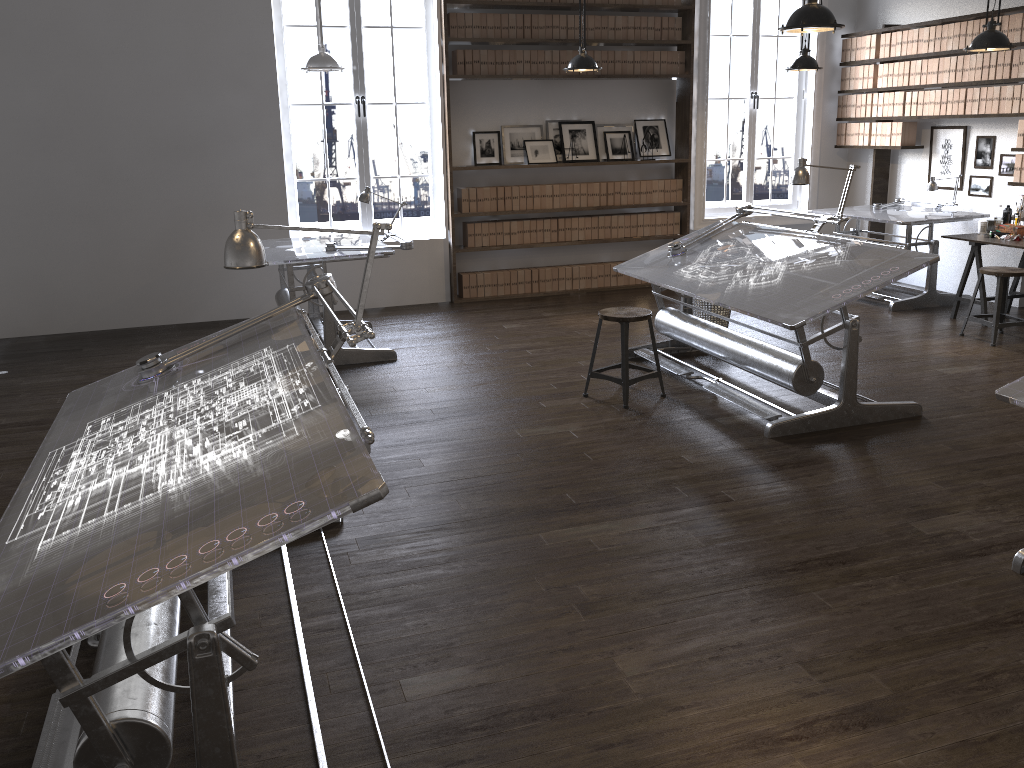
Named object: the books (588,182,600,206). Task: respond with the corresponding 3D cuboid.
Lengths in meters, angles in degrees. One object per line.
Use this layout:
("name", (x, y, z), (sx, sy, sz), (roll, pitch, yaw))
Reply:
("books", (0.794, -1.864, 8.696), (0.067, 0.223, 0.176), (-6, 15, -17))

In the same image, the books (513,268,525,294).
("books", (0.063, -1.005, 8.639), (0.067, 0.223, 0.176), (-6, 15, -17))

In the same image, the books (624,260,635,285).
("books", (1.185, -1.132, 8.996), (0.067, 0.223, 0.176), (-6, 15, -17))

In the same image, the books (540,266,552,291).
("books", (0.333, -1.036, 8.727), (0.067, 0.223, 0.176), (-6, 15, -17))

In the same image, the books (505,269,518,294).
("books", (-0.006, -0.998, 8.621), (0.067, 0.223, 0.176), (-6, 15, -17))

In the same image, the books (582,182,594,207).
("books", (0.736, -1.856, 8.673), (0.067, 0.223, 0.176), (-6, 15, -17))

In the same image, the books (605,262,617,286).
("books", (0.993, -1.111, 8.935), (0.067, 0.223, 0.176), (-6, 15, -17))

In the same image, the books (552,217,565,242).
("books", (0.452, -1.513, 8.655), (0.067, 0.223, 0.176), (-6, 15, -17))

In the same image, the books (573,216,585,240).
("books", (0.653, -1.537, 8.722), (0.067, 0.223, 0.176), (-6, 15, -17))

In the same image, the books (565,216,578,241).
("books", (0.585, -1.528, 8.696), (0.067, 0.223, 0.176), (-6, 15, -17))

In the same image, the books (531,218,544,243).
("books", (0.245, -1.491, 8.594), (0.067, 0.223, 0.176), (-6, 15, -17))

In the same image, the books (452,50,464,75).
("books", (-0.488, -2.902, 8.015), (0.067, 0.223, 0.176), (-6, 15, -17))

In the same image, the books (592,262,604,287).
("books", (0.858, -1.097, 8.898), (0.067, 0.223, 0.176), (-6, 15, -17))

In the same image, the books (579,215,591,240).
("books", (0.718, -1.545, 8.746), (0.067, 0.223, 0.176), (-6, 15, -17))

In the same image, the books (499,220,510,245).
("books", (-0.076, -1.453, 8.486), (0.067, 0.223, 0.176), (-6, 15, -17))

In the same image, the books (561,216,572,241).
("books", (0.521, -1.523, 8.683), (0.067, 0.223, 0.176), (-6, 15, -17))

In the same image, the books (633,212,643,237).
("books", (1.253, -1.605, 8.911), (0.067, 0.223, 0.176), (-6, 15, -17))

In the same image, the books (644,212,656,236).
("books", (1.380, -1.620, 8.956), (0.067, 0.223, 0.176), (-6, 15, -17))

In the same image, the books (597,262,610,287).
("books", (0.925, -1.104, 8.918), (0.067, 0.223, 0.176), (-6, 15, -17))

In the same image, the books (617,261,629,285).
("books", (1.120, -1.126, 8.980), (0.067, 0.223, 0.176), (-6, 15, -17))

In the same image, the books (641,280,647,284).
("books", (1.314, -1.148, 9.043), (0.067, 0.223, 0.176), (-6, 15, -17))

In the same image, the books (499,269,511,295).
("books", (-0.073, -0.991, 8.600), (0.067, 0.223, 0.176), (-6, 15, -17))

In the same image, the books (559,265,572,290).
("books", (0.531, -1.059, 8.790), (0.067, 0.223, 0.176), (-6, 15, -17))

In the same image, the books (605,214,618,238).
("books", (0.986, -1.574, 8.824), (0.067, 0.223, 0.176), (-6, 15, -17))

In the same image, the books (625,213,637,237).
("books", (1.185, -1.598, 8.894), (0.067, 0.223, 0.176), (-6, 15, -17))

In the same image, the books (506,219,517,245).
("books", (-0.008, -1.462, 8.510), (0.067, 0.223, 0.176), (-6, 15, -17))

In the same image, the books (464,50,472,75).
("books", (-0.416, -2.908, 8.033), (0.067, 0.223, 0.176), (-6, 15, -17))

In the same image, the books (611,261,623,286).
("books", (1.061, -1.119, 8.959), (0.067, 0.223, 0.176), (-6, 15, -17))

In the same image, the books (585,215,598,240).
("books", (0.785, -1.552, 8.766), (0.067, 0.223, 0.176), (-6, 15, -17))

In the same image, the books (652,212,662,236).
("books", (1.445, -1.626, 8.972), (0.067, 0.223, 0.176), (-6, 15, -17))

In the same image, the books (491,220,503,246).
("books", (-0.144, -1.447, 8.469), (0.067, 0.223, 0.176), (-6, 15, -17))

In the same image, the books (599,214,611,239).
("books", (0.917, -1.566, 8.802), (0.067, 0.223, 0.176), (-6, 15, -17))

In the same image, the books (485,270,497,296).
("books", (-0.200, -0.976, 8.558), (0.067, 0.223, 0.176), (-6, 15, -17))

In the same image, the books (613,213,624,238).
("books", (1.053, -1.582, 8.850), (0.067, 0.223, 0.176), (-6, 15, -17))

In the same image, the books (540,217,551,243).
("books", (0.313, -1.498, 8.612), (0.067, 0.223, 0.176), (-6, 15, -17))

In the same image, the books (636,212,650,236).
("books", (1.321, -1.613, 8.935), (0.067, 0.223, 0.176), (-6, 15, -17))

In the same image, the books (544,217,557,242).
("books", (0.379, -1.507, 8.638), (0.067, 0.223, 0.176), (-6, 15, -17))

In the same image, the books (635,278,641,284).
("books", (1.247, -1.141, 9.021), (0.067, 0.223, 0.176), (-6, 15, -17))

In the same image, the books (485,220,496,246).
("books", (-0.211, -1.440, 8.449), (0.067, 0.223, 0.176), (-6, 15, -17))

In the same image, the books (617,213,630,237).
("books", (1.118, -1.591, 8.874), (0.067, 0.223, 0.176), (-6, 15, -17))

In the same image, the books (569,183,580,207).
("books", (0.597, -1.841, 8.632), (0.067, 0.223, 0.176), (-6, 15, -17))

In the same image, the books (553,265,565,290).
("books", (0.463, -1.050, 8.765), (0.067, 0.223, 0.176), (-6, 15, -17))

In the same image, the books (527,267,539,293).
("books", (0.202, -1.021, 8.682), (0.067, 0.223, 0.176), (-6, 15, -17))

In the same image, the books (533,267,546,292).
("books", (0.270, -1.030, 8.710), (0.067, 0.223, 0.176), (-6, 15, -17))

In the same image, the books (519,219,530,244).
("books", (0.116, -1.475, 8.547), (0.067, 0.223, 0.176), (-6, 15, -17))

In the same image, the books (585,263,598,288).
("books", (0.794, -1.088, 8.871), (0.067, 0.223, 0.176), (-6, 15, -17))

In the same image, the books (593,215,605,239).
("books", (0.856, -1.560, 8.787), (0.067, 0.223, 0.176), (-6, 15, -17))

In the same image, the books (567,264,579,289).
("books", (0.602, -1.066, 8.810), (0.067, 0.223, 0.176), (-6, 15, -17))

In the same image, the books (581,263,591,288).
("books", (0.729, -1.082, 8.855), (0.067, 0.223, 0.176), (-6, 15, -17))

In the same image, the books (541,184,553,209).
("books", (0.330, -1.810, 8.546), (0.067, 0.223, 0.176), (-6, 15, -17))

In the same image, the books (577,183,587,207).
("books", (0.667, -1.848, 8.651), (0.067, 0.223, 0.176), (-6, 15, -17))

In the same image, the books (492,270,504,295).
("books", (-0.135, -0.982, 8.574), (0.067, 0.223, 0.176), (-6, 15, -17))

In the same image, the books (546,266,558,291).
("books", (0.394, -1.042, 8.743), (0.067, 0.223, 0.176), (-6, 15, -17))

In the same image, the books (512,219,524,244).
("books", (0.051, -1.469, 8.531), (0.067, 0.223, 0.176), (-6, 15, -17))

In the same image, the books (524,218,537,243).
("books", (0.178, -1.484, 8.572), (0.067, 0.223, 0.176), (-6, 15, -17))

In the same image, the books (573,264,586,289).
("books", (0.670, -1.074, 8.834), (0.067, 0.223, 0.176), (-6, 15, -17))

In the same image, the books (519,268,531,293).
("books", (0.129, -1.014, 8.665), (0.067, 0.223, 0.176), (-6, 15, -17))
